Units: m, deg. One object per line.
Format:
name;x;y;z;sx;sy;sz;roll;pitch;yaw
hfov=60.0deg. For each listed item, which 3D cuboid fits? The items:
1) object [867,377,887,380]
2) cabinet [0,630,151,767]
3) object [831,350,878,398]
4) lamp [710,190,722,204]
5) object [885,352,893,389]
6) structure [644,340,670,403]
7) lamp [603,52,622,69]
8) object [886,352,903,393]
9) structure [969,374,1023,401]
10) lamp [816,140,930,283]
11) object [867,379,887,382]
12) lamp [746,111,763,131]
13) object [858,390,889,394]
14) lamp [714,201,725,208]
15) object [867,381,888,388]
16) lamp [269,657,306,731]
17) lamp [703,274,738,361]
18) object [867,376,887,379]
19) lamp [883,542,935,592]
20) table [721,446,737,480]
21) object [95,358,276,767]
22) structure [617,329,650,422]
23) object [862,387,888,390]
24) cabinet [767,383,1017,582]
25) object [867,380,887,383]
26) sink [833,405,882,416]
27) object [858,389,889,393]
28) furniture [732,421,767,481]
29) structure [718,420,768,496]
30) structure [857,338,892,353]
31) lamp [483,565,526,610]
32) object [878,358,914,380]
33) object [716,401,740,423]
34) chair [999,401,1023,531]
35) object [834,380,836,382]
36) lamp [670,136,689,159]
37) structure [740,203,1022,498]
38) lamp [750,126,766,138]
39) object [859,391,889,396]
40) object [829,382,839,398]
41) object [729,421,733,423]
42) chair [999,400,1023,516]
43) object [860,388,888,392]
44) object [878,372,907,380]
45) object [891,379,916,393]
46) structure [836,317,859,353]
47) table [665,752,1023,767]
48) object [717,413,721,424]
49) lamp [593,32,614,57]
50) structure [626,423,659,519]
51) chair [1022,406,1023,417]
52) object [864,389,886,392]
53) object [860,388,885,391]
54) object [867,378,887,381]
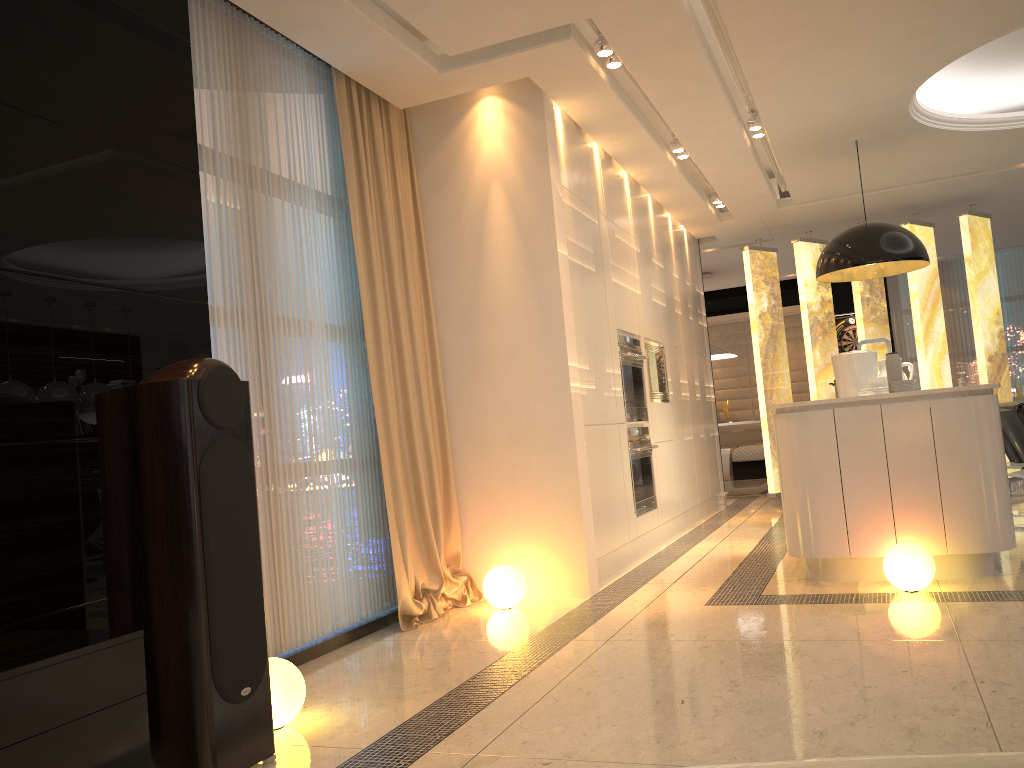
object;2.290;-0.010;5.535;0.138;0.051;0.138;-4;-4;-20
cabinet;-1.609;0.807;0.918;0.416;0.444;2.842;-7;-4;22
object;2.277;-0.056;5.863;0.288;0.330;0.288;-8;-5;39
lamp;1.726;-1.585;7.480;0.107;0.127;0.107;-5;-4;3
object;1.992;-0.056;4.625;0.071;0.219;0.071;-5;-4;-2
structure;0.875;-0.062;6.662;0.446;0.450;0.659;-7;-4;22
lamp;0.513;-1.669;4.499;0.107;0.127;0.107;-6;-4;11
object;1.952;-0.059;4.527;0.071;0.219;0.071;-6;-4;13
structure;6.013;0.382;10.364;1.275;1.142;1.282;-4;-4;-22
lamp;2.357;-1.192;5.938;0.710;0.898;0.710;-7;-4;32
object;2.291;0.001;5.535;0.138;0.051;0.138;-4;-4;-20
lamp;1.552;-1.687;5.672;0.107;0.127;0.107;-5;-4;3
object;2.296;0.063;5.531;0.264;0.033;0.264;-5;-4;-9
lamp;1.789;-1.581;7.632;0.107;0.127;0.107;-6;-4;18
object;2.292;0.013;5.534;0.138;0.051;0.138;-4;-4;-20
lamp;-0.754;0.966;2.770;0.212;0.214;0.213;-4;-4;-18
lamp;1.896;-0.754;10.871;1.578;0.995;0.939;-7;-4;22
object;2.289;-0.016;5.536;0.138;0.051;0.138;-4;-4;-20
lamp;1.769;0.815;3.954;0.212;0.214;0.213;-4;-4;-18
table;3.005;1.175;13.034;0.608;0.457;1.143;-7;-4;22
object;-0.952;0.505;2.467;0.468;1.127;0.285;-7;-4;22
structure;0.588;-0.022;5.973;0.595;0.597;0.609;-7;-4;22
object;2.293;0.032;5.532;0.229;0.016;0.229;-2;-5;-38
cabinet;2.447;0.538;5.820;1.046;0.887;3.752;-7;-4;22
object;2.291;0.007;5.534;0.138;0.051;0.138;-4;-4;-20
sink;1.800;0.159;4.856;0.485;0.152;0.738;-7;-4;22
object;2.296;0.057;5.531;0.264;0.033;0.264;-5;-4;-9
furniture;3.870;0.894;12.694;1.312;0.810;1.107;-7;-4;22
structure;2.044;0.928;10.745;2.912;0.812;1.659;-7;-4;22
structure;1.963;-0.090;4.768;0.177;0.310;0.089;-7;-4;22
lamp;-0.039;1.008;4.411;0.212;0.214;0.213;-4;-4;-18
object;2.551;-0.039;5.930;0.211;0.254;0.183;-4;-4;-16
object;3.273;0.582;13.279;0.390;0.718;0.388;-6;-4;13
chair;3.243;0.493;5.488;0.380;0.789;0.380;-5;-4;5
object;2.657;-0.037;6.990;0.256;0.212;0.249;-3;-4;-33
lamp;1.148;-1.625;6.060;0.107;0.127;0.270;-7;-4;22
structure;3.362;-0.231;8.167;2.180;2.555;0.448;-7;-4;22
lamp;1.613;-1.682;5.823;0.107;0.127;0.107;-5;-4;3
object;2.297;0.070;5.530;0.264;0.033;0.264;-5;-4;-9
object;2.673;0.048;6.984;0.253;0.147;0.266;-3;-4;-25
object;2.603;0.473;10.535;0.057;0.057;0.057;-5;-4;-8
chair;3.594;0.510;6.244;0.380;0.789;0.380;-4;-4;-10
object;2.294;0.042;5.532;0.229;0.016;0.229;-2;-5;-38
object;2.624;-0.011;6.144;0.212;0.214;0.213;-4;-4;-18
object;1.956;0.014;4.431;0.111;0.062;0.111;-9;-5;43
structure;4.581;-0.559;11.827;0.669;0.669;0.048;-7;-4;22
table;0.571;0.472;0.001;2.140;0.565;0.999;-7;-4;21
object;3.036;0.705;13.428;0.247;0.522;0.124;-7;-4;22
lamp;0.451;-1.674;4.348;0.107;0.127;0.107;-6;-4;11
structure;0.643;0.584;5.933;0.595;0.597;0.609;-7;-4;22
chair;2.902;0.462;4.544;0.380;0.789;0.380;-3;-5;-35
object;2.294;0.046;5.531;0.229;0.016;0.229;-2;-5;-38
object;2.293;0.037;5.532;0.229;0.016;0.229;-2;-5;-38
object;2.290;-0.004;5.535;0.138;0.051;0.138;-4;-4;-20
